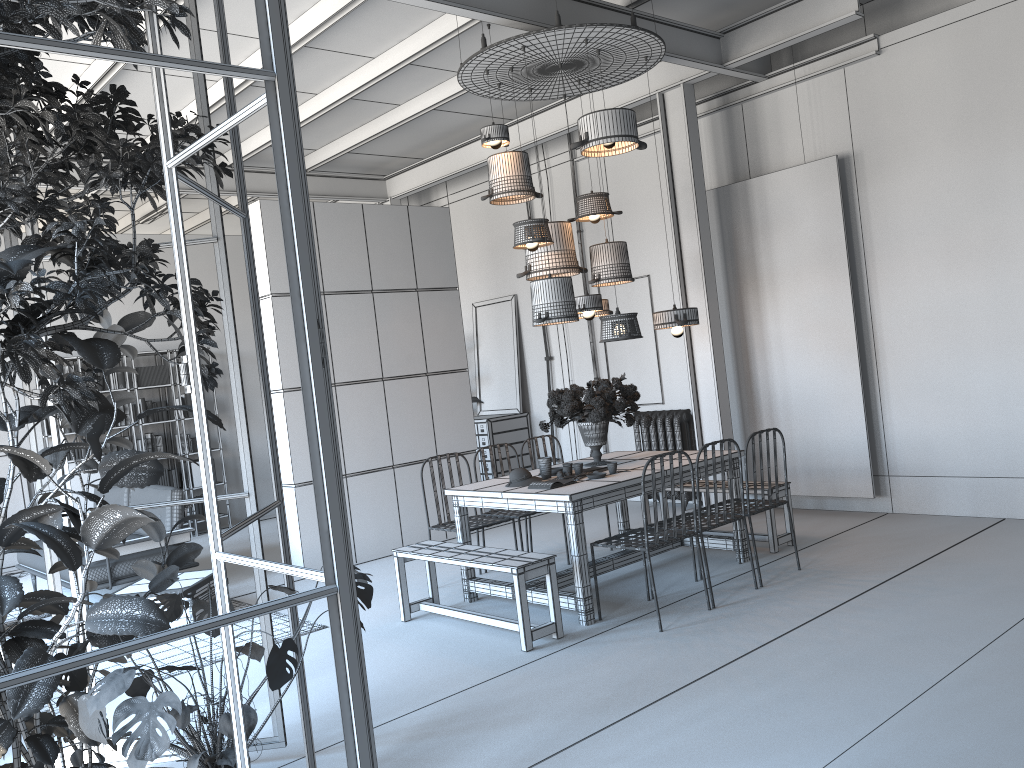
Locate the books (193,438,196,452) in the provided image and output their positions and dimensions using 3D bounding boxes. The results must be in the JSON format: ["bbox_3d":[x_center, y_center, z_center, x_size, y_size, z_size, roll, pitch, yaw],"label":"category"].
[{"bbox_3d":[-3.931,0.755,10.905,0.012,0.177,0.134,-8,1,-41],"label":"books"}]

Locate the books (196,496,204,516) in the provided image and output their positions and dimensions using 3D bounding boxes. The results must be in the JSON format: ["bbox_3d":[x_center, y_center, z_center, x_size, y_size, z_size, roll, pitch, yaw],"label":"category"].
[{"bbox_3d":[-3.866,1.528,10.933,0.047,0.279,0.192,-8,1,-41],"label":"books"}]

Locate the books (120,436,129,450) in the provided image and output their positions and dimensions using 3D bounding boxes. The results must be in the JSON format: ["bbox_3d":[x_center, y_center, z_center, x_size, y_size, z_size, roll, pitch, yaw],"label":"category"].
[{"bbox_3d":[-4.563,0.767,10.439,0.071,0.303,0.222,-8,1,-41],"label":"books"}]

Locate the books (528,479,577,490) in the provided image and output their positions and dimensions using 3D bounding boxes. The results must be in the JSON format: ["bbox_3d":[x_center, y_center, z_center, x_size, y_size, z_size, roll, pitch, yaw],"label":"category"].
[{"bbox_3d":[0.257,0.632,5.664,0.249,0.041,0.202,-8,1,-43],"label":"books"}]

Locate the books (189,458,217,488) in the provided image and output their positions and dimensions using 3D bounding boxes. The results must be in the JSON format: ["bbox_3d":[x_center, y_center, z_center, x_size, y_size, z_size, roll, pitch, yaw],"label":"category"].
[{"bbox_3d":[-3.755,1.092,10.801,0.303,0.326,0.033,-8,1,-41],"label":"books"}]

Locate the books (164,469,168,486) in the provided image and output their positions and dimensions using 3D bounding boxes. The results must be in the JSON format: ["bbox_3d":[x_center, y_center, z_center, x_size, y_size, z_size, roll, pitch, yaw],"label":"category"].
[{"bbox_3d":[-4.173,1.157,10.606,0.027,0.278,0.202,-8,1,-41],"label":"books"}]

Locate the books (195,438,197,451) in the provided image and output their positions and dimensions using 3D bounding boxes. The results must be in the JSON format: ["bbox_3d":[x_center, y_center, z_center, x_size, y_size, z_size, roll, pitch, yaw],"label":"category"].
[{"bbox_3d":[-3.914,0.752,10.920,0.012,0.177,0.134,-8,1,-41],"label":"books"}]

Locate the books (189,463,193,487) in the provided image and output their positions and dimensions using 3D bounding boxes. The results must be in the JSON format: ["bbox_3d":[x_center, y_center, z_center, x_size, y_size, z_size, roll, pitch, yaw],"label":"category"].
[{"bbox_3d":[-3.788,1.096,10.839,0.303,0.327,0.068,-8,1,-41],"label":"books"}]

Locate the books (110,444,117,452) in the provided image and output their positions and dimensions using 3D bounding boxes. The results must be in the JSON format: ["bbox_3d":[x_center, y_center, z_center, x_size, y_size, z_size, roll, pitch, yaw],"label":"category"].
[{"bbox_3d":[-4.656,0.800,10.327,0.062,0.265,0.193,-8,1,-41],"label":"books"}]

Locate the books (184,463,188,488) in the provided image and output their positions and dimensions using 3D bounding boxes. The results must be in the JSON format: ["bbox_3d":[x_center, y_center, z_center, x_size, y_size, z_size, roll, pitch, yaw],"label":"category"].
[{"bbox_3d":[-3.863,1.106,10.939,0.343,0.312,0.040,-8,1,-41],"label":"books"}]

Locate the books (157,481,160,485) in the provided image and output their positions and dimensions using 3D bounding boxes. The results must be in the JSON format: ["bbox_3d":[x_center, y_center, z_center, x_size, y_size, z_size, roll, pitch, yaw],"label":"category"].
[{"bbox_3d":[-4.230,1.189,10.554,0.022,0.227,0.165,-8,1,-41],"label":"books"}]

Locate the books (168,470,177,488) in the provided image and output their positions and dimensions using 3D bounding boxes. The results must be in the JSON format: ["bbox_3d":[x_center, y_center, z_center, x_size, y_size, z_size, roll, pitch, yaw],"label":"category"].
[{"bbox_3d":[-4.083,1.159,10.683,0.025,0.254,0.184,-8,1,-41],"label":"books"}]

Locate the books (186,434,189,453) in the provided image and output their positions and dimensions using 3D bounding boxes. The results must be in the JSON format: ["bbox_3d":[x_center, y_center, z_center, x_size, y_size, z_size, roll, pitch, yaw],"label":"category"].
[{"bbox_3d":[-4.020,0.734,10.884,0.053,0.229,0.162,-7,1,-34],"label":"books"}]

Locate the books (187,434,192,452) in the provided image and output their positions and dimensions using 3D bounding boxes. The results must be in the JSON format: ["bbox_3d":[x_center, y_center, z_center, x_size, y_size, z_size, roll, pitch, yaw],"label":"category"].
[{"bbox_3d":[-3.983,0.733,10.908,0.015,0.232,0.176,-8,1,-41],"label":"books"}]

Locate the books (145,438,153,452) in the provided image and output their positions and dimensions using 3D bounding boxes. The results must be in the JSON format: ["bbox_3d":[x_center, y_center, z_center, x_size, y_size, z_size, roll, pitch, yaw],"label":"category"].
[{"bbox_3d":[-4.353,0.772,10.582,0.057,0.244,0.178,-8,1,-41],"label":"books"}]

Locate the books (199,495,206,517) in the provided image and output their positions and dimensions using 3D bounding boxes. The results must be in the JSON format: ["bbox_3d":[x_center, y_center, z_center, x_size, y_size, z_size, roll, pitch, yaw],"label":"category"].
[{"bbox_3d":[-3.821,1.522,10.963,0.061,0.283,0.207,-8,1,-41],"label":"books"}]

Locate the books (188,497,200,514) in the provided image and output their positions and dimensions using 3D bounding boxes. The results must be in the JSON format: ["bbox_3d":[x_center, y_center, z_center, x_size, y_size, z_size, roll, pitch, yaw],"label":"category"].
[{"bbox_3d":[-3.902,1.533,10.902,0.049,0.279,0.195,-8,1,-41],"label":"books"}]

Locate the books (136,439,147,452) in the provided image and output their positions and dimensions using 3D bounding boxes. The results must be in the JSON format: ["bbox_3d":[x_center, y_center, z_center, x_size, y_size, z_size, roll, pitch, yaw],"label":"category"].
[{"bbox_3d":[-4.405,0.778,10.552,0.057,0.244,0.178,-8,1,-41],"label":"books"}]

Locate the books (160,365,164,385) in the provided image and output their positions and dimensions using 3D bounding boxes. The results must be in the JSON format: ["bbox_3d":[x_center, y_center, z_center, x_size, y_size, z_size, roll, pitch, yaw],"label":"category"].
[{"bbox_3d":[-4.226,-0.101,10.622,0.016,0.240,0.182,-8,1,-41],"label":"books"}]

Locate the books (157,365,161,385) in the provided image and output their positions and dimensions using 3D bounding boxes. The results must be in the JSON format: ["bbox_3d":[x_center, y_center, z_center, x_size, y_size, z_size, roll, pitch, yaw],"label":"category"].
[{"bbox_3d":[-4.249,-0.098,10.601,0.016,0.240,0.182,-8,1,-41],"label":"books"}]

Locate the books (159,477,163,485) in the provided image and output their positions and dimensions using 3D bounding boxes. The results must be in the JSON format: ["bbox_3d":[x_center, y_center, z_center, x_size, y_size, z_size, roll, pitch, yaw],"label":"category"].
[{"bbox_3d":[-4.214,1.162,10.570,0.027,0.278,0.202,-8,1,-41],"label":"books"}]

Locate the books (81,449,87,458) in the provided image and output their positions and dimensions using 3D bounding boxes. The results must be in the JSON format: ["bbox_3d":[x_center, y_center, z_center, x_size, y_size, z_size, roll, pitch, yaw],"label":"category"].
[{"bbox_3d":[-4.900,0.817,10.091,0.243,0.299,0.048,-6,1,39],"label":"books"}]

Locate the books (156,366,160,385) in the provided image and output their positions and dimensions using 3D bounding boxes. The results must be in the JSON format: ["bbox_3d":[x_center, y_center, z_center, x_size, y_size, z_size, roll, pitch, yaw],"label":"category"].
[{"bbox_3d":[-4.261,-0.097,10.591,0.016,0.240,0.182,-8,1,-41],"label":"books"}]

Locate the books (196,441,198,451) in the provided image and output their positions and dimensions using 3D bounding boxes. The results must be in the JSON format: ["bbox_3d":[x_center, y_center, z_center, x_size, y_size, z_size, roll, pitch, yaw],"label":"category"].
[{"bbox_3d":[-3.905,0.751,10.927,0.012,0.177,0.134,-8,1,-41],"label":"books"}]

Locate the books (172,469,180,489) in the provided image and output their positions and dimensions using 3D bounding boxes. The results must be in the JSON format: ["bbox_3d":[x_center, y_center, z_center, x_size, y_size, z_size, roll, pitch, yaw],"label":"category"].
[{"bbox_3d":[-4.065,1.157,10.700,0.025,0.254,0.184,-8,1,-41],"label":"books"}]

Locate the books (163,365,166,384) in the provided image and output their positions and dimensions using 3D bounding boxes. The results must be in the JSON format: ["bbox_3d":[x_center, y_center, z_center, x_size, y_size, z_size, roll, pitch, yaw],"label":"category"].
[{"bbox_3d":[-4.202,-0.104,10.643,0.016,0.240,0.182,-8,1,-41],"label":"books"}]

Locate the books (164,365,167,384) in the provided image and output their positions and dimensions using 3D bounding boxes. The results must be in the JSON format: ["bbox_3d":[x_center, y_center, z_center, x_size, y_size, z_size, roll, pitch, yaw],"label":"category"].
[{"bbox_3d":[-4.191,-0.106,10.653,0.016,0.240,0.182,-8,1,-41],"label":"books"}]

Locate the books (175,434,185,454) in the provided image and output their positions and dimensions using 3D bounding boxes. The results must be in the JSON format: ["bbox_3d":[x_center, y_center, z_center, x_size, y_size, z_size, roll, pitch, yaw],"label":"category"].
[{"bbox_3d":[-4.064,0.732,10.851,0.043,0.245,0.170,-8,1,-41],"label":"books"}]

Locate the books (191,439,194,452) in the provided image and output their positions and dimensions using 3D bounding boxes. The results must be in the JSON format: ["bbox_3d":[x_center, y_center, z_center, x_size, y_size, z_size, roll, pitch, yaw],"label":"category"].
[{"bbox_3d":[-3.948,0.757,10.889,0.012,0.177,0.134,-8,1,-41],"label":"books"}]

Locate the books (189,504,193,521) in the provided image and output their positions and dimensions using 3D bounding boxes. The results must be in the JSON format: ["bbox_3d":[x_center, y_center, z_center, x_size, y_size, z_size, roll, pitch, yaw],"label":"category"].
[{"bbox_3d":[-3.961,1.542,10.849,0.030,0.277,0.192,-8,1,-41],"label":"books"}]

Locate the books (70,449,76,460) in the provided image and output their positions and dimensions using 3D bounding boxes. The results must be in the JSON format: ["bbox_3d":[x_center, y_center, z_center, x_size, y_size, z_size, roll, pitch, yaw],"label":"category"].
[{"bbox_3d":[-4.980,0.850,10.001,0.180,0.248,0.054,-6,1,39],"label":"books"}]

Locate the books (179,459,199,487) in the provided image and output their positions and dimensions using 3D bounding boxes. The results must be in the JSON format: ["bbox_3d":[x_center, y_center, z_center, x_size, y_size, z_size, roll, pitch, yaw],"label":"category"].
[{"bbox_3d":[-3.976,1.113,11.055,0.303,0.326,0.033,-8,1,-41],"label":"books"}]

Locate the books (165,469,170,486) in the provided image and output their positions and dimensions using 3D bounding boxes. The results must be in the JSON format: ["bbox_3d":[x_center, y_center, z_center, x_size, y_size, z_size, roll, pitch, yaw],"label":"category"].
[{"bbox_3d":[-4.153,1.154,10.625,0.027,0.278,0.202,-8,1,-41],"label":"books"}]

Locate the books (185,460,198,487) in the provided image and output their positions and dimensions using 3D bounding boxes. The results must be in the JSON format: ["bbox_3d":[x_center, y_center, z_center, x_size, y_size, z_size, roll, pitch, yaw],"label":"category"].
[{"bbox_3d":[-3.839,1.098,10.910,0.333,0.322,0.037,-8,1,-41],"label":"books"}]

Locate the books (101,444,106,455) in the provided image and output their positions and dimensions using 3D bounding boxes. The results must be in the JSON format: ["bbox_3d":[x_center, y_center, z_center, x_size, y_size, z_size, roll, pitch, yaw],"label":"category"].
[{"bbox_3d":[-4.758,0.814,10.248,0.062,0.265,0.193,-8,1,-41],"label":"books"}]

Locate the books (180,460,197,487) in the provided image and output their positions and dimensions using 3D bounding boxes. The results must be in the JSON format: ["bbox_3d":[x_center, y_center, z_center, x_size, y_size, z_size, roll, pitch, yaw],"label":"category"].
[{"bbox_3d":[-3.938,1.111,11.019,0.319,0.318,0.068,-8,1,-41],"label":"books"}]

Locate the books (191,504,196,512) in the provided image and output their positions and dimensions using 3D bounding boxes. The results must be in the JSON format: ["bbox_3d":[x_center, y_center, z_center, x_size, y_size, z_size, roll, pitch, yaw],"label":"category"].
[{"bbox_3d":[-3.934,1.546,10.872,0.040,0.262,0.196,-8,1,-41],"label":"books"}]

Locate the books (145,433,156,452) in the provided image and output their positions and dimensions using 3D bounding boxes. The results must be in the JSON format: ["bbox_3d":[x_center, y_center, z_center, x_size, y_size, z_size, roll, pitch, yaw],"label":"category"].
[{"bbox_3d":[-4.343,0.737,10.651,0.038,0.303,0.222,-8,1,-41],"label":"books"}]

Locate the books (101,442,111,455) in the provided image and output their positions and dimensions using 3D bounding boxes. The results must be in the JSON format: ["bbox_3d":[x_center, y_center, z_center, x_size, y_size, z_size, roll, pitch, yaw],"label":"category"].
[{"bbox_3d":[-4.712,0.808,10.294,0.062,0.265,0.193,-8,1,-41],"label":"books"}]

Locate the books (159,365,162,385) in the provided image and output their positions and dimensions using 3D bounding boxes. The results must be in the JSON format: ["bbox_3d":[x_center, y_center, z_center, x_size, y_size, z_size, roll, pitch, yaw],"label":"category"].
[{"bbox_3d":[-4.238,-0.100,10.612,0.016,0.240,0.182,-8,1,-41],"label":"books"}]

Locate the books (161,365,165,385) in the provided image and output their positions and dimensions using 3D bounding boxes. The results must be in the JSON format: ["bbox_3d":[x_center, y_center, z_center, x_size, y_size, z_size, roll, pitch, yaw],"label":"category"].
[{"bbox_3d":[-4.214,-0.103,10.632,0.016,0.240,0.182,-8,1,-41],"label":"books"}]

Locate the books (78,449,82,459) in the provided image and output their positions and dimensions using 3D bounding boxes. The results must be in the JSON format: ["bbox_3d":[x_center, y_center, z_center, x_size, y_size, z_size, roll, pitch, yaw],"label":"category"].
[{"bbox_3d":[-4.931,0.848,10.054,0.194,0.241,0.030,-6,1,36],"label":"books"}]

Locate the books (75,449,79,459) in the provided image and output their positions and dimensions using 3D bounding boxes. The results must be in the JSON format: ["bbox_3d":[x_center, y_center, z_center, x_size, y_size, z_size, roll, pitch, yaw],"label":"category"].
[{"bbox_3d":[-4.952,0.842,10.029,0.189,0.258,0.027,-6,1,39],"label":"books"}]

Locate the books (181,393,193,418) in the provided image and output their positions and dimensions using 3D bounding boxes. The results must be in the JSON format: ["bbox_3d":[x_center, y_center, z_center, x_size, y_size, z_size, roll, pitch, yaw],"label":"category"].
[{"bbox_3d":[-3.972,0.263,10.845,0.071,0.304,0.224,-8,1,-41],"label":"books"}]

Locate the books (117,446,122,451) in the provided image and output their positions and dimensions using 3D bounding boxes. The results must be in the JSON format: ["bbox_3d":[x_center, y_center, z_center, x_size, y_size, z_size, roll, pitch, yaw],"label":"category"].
[{"bbox_3d":[-4.616,0.796,10.391,0.084,0.267,0.193,-8,1,-42],"label":"books"}]

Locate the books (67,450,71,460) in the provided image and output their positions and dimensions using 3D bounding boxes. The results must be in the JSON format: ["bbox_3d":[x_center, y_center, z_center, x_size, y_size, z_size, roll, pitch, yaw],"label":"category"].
[{"bbox_3d":[-5.015,0.857,9.968,0.168,0.243,0.029,-6,1,34],"label":"books"}]

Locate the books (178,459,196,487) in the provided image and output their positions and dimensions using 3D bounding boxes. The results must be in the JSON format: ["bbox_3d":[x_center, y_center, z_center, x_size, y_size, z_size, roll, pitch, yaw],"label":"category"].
[{"bbox_3d":[-3.999,1.115,11.080,0.303,0.326,0.033,-8,1,-41],"label":"books"}]

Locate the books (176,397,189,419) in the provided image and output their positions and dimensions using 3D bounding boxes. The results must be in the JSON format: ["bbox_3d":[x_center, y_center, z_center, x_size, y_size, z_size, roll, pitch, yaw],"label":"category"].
[{"bbox_3d":[-4.024,0.292,10.796,0.084,0.268,0.195,-8,1,-40],"label":"books"}]

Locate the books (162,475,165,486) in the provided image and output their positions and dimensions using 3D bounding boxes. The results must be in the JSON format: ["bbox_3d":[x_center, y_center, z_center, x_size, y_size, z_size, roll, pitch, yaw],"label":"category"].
[{"bbox_3d":[-4.194,1.159,10.589,0.027,0.278,0.202,-8,1,-41],"label":"books"}]

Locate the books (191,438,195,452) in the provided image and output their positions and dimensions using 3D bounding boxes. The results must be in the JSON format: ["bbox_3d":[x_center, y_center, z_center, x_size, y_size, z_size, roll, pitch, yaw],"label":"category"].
[{"bbox_3d":[-3.939,0.756,10.897,0.012,0.177,0.134,-8,1,-41],"label":"books"}]

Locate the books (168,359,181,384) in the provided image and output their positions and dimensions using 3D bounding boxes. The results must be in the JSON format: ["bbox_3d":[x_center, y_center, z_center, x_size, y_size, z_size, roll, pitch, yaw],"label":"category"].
[{"bbox_3d":[-4.111,-0.147,10.798,0.048,0.299,0.243,-8,1,-41],"label":"books"}]

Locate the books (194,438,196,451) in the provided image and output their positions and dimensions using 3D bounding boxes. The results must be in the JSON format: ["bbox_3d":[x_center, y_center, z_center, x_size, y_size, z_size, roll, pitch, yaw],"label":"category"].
[{"bbox_3d":[-3.922,0.753,10.912,0.012,0.177,0.134,-8,1,-41],"label":"books"}]

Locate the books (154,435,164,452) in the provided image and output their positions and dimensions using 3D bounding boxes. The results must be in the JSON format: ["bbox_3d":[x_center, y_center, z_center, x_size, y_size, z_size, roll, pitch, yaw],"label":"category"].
[{"bbox_3d":[-4.271,0.750,10.667,0.091,0.265,0.193,-8,1,-41],"label":"books"}]
